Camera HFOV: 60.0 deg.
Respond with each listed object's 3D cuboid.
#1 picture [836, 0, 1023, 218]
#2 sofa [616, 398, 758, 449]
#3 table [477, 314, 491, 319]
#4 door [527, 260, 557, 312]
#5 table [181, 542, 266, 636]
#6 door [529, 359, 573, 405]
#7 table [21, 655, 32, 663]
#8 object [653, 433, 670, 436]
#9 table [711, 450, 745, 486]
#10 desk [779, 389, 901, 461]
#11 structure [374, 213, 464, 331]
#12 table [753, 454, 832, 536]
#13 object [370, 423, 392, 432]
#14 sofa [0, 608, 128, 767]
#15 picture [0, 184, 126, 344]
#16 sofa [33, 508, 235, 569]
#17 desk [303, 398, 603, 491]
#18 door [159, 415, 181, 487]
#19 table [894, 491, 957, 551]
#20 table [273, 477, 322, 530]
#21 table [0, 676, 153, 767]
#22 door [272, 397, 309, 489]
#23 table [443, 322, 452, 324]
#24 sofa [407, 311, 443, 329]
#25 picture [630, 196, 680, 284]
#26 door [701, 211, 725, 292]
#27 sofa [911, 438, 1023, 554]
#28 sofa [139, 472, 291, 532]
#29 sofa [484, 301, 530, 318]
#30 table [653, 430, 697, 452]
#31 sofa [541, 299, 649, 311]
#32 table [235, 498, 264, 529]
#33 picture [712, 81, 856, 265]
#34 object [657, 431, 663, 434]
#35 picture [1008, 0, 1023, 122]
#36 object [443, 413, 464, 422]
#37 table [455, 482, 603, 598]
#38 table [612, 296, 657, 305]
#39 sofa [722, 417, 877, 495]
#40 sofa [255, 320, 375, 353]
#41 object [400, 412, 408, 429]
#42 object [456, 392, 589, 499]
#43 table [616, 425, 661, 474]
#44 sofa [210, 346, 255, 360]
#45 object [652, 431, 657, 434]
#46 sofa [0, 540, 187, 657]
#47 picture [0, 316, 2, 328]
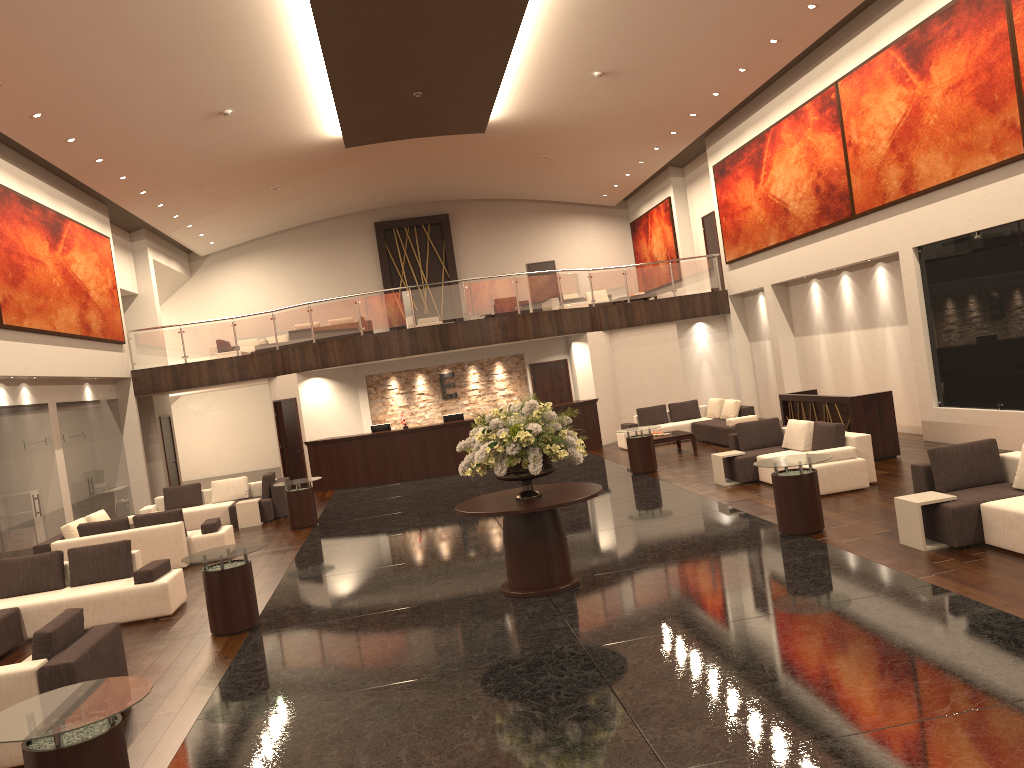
[{"bbox_3d":[6.391,-4.273,13.934,0.070,2.526,4.515,-8,1,-7],"label":"picture"},{"bbox_3d":[3.855,0.893,19.403,2.586,0.862,3.366,-8,1,-7],"label":"sofa"},{"bbox_3d":[-0.798,-1.847,26.565,0.400,0.460,0.400,-8,1,-7],"label":"table"},{"bbox_3d":[1.141,-3.104,30.635,0.990,2.232,0.104,-8,1,-7],"label":"door"},{"bbox_3d":[-2.868,2.102,9.026,0.844,0.795,0.833,-7,2,44],"label":"table"},{"bbox_3d":[1.071,0.529,22.543,0.990,2.232,0.104,-8,1,-7],"label":"door"},{"bbox_3d":[-3.729,2.433,7.304,0.400,0.460,0.400,-8,1,-7],"label":"table"},{"bbox_3d":[3.087,1.057,18.427,0.437,0.040,0.154,-7,2,39],"label":"object"},{"bbox_3d":[3.350,1.291,13.637,0.400,0.460,0.400,-8,1,-7],"label":"table"},{"bbox_3d":[5.462,0.665,15.008,0.700,1.043,2.606,-8,1,-7],"label":"desk"},{"bbox_3d":[-3.102,-3.501,30.016,2.524,4.236,0.187,-8,1,-7],"label":"structure"},{"bbox_3d":[3.140,1.231,9.769,0.844,0.795,0.833,-7,2,44],"label":"table"},{"bbox_3d":[-3.062,1.191,20.868,0.483,0.485,0.189,-8,1,8],"label":"object"},{"bbox_3d":[-4.447,2.346,6.552,2.846,0.862,1.291,-8,1,-7],"label":"sofa"},{"bbox_3d":[-8.891,-2.175,17.598,0.070,2.526,6.485,-8,1,-7],"label":"picture"},{"bbox_3d":[-5.731,2.363,14.422,2.586,0.862,3.366,-8,1,-7],"label":"sofa"},{"bbox_3d":[-1.281,1.433,21.000,7.146,1.171,1.674,-8,1,-6],"label":"desk"},{"bbox_3d":[-9.061,1.953,23.522,0.104,2.232,0.990,-8,1,-7],"label":"door"},{"bbox_3d":[3.987,1.309,8.503,0.400,0.460,0.400,-8,1,-7],"label":"table"},{"bbox_3d":[-3.656,2.080,15.369,0.833,0.795,0.844,-7,1,32],"label":"table"},{"bbox_3d":[-2.308,2.112,4.740,0.844,0.795,0.833,-7,2,44],"label":"table"},{"bbox_3d":[-5.291,1.464,21.267,0.990,2.232,0.104,-7,2,43],"label":"door"},{"bbox_3d":[-1.997,-1.709,28.122,0.400,0.460,0.400,-8,1,-7],"label":"table"},{"bbox_3d":[-2.575,-1.813,27.260,1.291,0.862,2.846,-8,1,-7],"label":"sofa"},{"bbox_3d":[4.574,-4.323,28.570,0.070,2.526,4.515,-8,1,-7],"label":"picture"},{"bbox_3d":[5.603,-3.613,24.631,0.104,2.232,0.990,-8,1,-7],"label":"door"},{"bbox_3d":[4.702,1.018,7.800,1.291,0.862,2.846,-8,1,-7],"label":"sofa"},{"bbox_3d":[-5.750,2.310,17.049,2.846,0.862,1.291,-8,1,-7],"label":"sofa"},{"bbox_3d":[-0.277,-2.143,27.419,1.291,0.862,2.846,-8,1,-7],"label":"sofa"},{"bbox_3d":[3.127,1.261,18.480,1.100,0.380,1.100,-8,1,-7],"label":"table"},{"bbox_3d":[2.755,-2.582,27.768,3.366,0.862,2.586,-8,1,-7],"label":"sofa"},{"bbox_3d":[-4.871,2.401,16.496,0.400,0.460,0.400,-8,1,-7],"label":"table"},{"bbox_3d":[5.712,-4.291,19.404,0.070,2.526,6.485,-8,1,-7],"label":"picture"},{"bbox_3d":[3.099,1.019,18.559,0.119,0.106,0.119,-9,1,-25],"label":"object"},{"bbox_3d":[6.948,-4.257,9.450,0.070,2.526,4.515,-8,1,-7],"label":"picture"},{"bbox_3d":[-1.349,0.948,20.807,0.483,0.485,0.189,-8,1,-7],"label":"object"},{"bbox_3d":[0.235,1.597,9.005,1.498,0.921,1.498,-8,1,-16],"label":"table"},{"bbox_3d":[3.704,-2.454,26.788,1.100,0.380,1.100,-8,1,-7],"label":"table"},{"bbox_3d":[4.064,1.000,12.935,1.291,0.862,2.846,-8,1,-7],"label":"sofa"},{"bbox_3d":[-5.750,-1.339,26.239,3.366,0.862,2.586,-8,1,-7],"label":"sofa"},{"bbox_3d":[-2.483,0.836,20.402,0.163,0.390,0.165,-8,1,1],"label":"object"},{"bbox_3d":[0.067,0.603,8.983,1.402,1.097,1.453,-7,2,39],"label":"object"},{"bbox_3d":[2.353,1.209,16.112,0.833,0.795,0.844,-7,1,32],"label":"table"},{"bbox_3d":[-7.509,-1.116,27.533,3.366,0.862,2.586,-8,1,-7],"label":"sofa"},{"bbox_3d":[3.001,1.030,18.679,0.119,0.106,0.119,-8,1,16],"label":"object"},{"bbox_3d":[-5.054,2.379,9.115,2.586,0.862,3.366,-8,1,-7],"label":"sofa"},{"bbox_3d":[-8.211,-2.156,12.128,0.070,2.526,4.515,-8,1,-7],"label":"picture"}]
